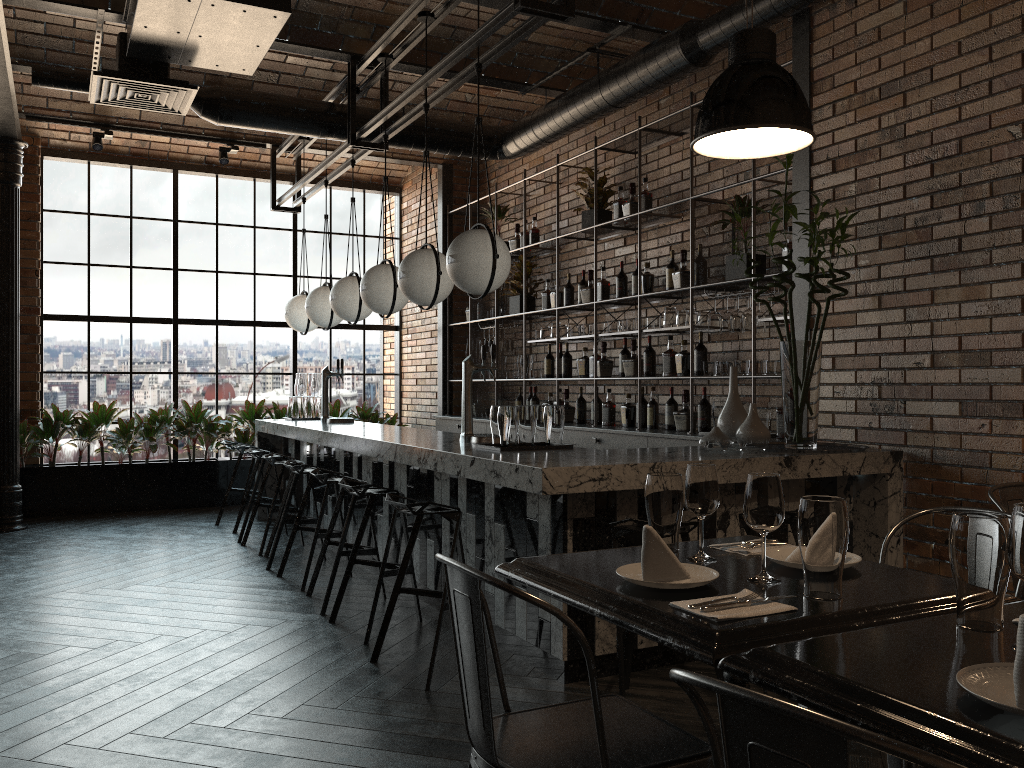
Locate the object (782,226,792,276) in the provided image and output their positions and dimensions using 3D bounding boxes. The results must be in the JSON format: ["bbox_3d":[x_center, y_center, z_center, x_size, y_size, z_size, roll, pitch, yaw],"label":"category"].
[{"bbox_3d":[1.597,-0.761,5.078,0.083,0.282,0.083,0,0,-12],"label":"object"}]

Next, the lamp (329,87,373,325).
[{"bbox_3d":[-1.177,-1.313,6.560,0.340,1.754,0.340,0,0,19],"label":"lamp"}]

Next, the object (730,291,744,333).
[{"bbox_3d":[1.359,-0.432,5.341,0.092,0.244,0.092,0,0,12],"label":"object"}]

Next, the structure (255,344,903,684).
[{"bbox_3d":[-0.247,0.502,6.090,1.930,1.430,5.346,0,0,-27],"label":"structure"}]

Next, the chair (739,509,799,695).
[{"bbox_3d":[1.043,0.842,3.595,0.475,0.737,0.414,0,0,-32],"label":"chair"}]

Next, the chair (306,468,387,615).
[{"bbox_3d":[-0.905,0.845,4.943,0.414,0.737,0.475,0,0,-22],"label":"chair"}]

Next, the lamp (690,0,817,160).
[{"bbox_3d":[0.574,-1.398,2.122,0.291,1.653,0.291,0,0,18],"label":"lamp"}]

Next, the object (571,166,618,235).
[{"bbox_3d":[0.664,-1.452,6.979,0.430,0.526,0.425,0,0,-25],"label":"object"}]

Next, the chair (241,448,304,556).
[{"bbox_3d":[-1.745,0.848,6.582,0.414,0.737,0.475,0,0,-32],"label":"chair"}]

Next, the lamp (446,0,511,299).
[{"bbox_3d":[-0.174,-1.317,4.603,0.340,1.754,0.340,0,0,19],"label":"lamp"}]

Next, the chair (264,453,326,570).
[{"bbox_3d":[-1.480,0.847,6.065,0.414,0.737,0.475,0,0,-17],"label":"chair"}]

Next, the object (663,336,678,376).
[{"bbox_3d":[1.085,-0.188,6.076,0.083,0.282,0.083,0,0,-42],"label":"object"}]

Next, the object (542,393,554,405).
[{"bbox_3d":[0.327,0.196,7.552,0.094,0.248,0.151,0,0,-38],"label":"object"}]

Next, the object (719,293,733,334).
[{"bbox_3d":[1.314,-0.432,5.429,0.092,0.244,0.092,0,0,12],"label":"object"}]

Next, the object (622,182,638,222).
[{"bbox_3d":[0.882,-1.329,6.477,0.123,0.279,0.123,0,0,-23],"label":"object"}]

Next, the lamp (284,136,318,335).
[{"bbox_3d":[-1.845,-1.310,7.864,0.340,1.754,0.340,0,0,19],"label":"lamp"}]

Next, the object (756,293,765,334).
[{"bbox_3d":[1.506,-0.432,5.416,0.092,0.244,0.092,0,0,12],"label":"object"}]

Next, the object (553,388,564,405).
[{"bbox_3d":[0.398,0.178,7.415,0.083,0.282,0.083,0,0,-27],"label":"object"}]

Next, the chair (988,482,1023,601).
[{"bbox_3d":[1.924,0.781,2.947,0.504,0.857,0.558,0,0,-27],"label":"chair"}]

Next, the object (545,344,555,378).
[{"bbox_3d":[0.322,-0.192,7.579,0.086,0.299,0.086,0,0,22],"label":"object"}]

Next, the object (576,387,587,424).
[{"bbox_3d":[0.550,0.169,7.063,0.086,0.297,0.086,0,0,7],"label":"object"}]

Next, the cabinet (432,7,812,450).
[{"bbox_3d":[0.144,-0.607,7.826,0.564,3.779,7.075,0,0,-27],"label":"cabinet"}]

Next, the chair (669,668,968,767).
[{"bbox_3d":[0.507,0.777,1.147,0.558,0.857,0.504,0,0,-37],"label":"chair"}]

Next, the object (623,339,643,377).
[{"bbox_3d":[0.885,-0.185,6.436,0.123,0.279,0.123,0,0,-38],"label":"object"}]

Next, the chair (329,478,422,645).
[{"bbox_3d":[-0.639,0.844,4.424,0.414,0.737,0.475,0,0,-32],"label":"chair"}]

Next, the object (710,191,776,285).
[{"bbox_3d":[1.394,-0.898,5.397,0.374,0.560,0.398,0,0,35],"label":"object"}]

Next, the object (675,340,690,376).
[{"bbox_3d":[1.154,-0.170,5.939,0.094,0.248,0.151,0,0,-18],"label":"object"}]

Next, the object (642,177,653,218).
[{"bbox_3d":[0.952,-1.332,6.336,0.083,0.282,0.083,0,0,-42],"label":"object"}]

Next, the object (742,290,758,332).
[{"bbox_3d":[1.406,-0.432,5.248,0.092,0.244,0.092,0,0,12],"label":"object"}]

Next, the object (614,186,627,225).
[{"bbox_3d":[0.810,-1.331,6.615,0.083,0.282,0.083,0,0,-27],"label":"object"}]

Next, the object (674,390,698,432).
[{"bbox_3d":[1.158,0.177,5.903,0.123,0.279,0.123,0,0,-38],"label":"object"}]

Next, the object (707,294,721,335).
[{"bbox_3d":[1.264,-0.432,5.527,0.092,0.244,0.092,0,0,12],"label":"object"}]

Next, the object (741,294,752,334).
[{"bbox_3d":[1.461,-0.432,5.504,0.092,0.244,0.092,0,0,12],"label":"object"}]

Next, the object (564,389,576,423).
[{"bbox_3d":[0.449,0.180,7.286,0.123,0.279,0.123,0,0,-13],"label":"object"}]

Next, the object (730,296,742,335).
[{"bbox_3d":[1.411,-0.432,5.602,0.092,0.244,0.092,0,0,12],"label":"object"}]

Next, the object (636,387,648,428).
[{"bbox_3d":[0.940,0.169,6.388,0.086,0.298,0.086,0,0,22],"label":"object"}]

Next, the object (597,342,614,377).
[{"bbox_3d":[0.705,-0.184,6.787,0.123,0.279,0.123,0,0,-13],"label":"object"}]

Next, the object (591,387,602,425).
[{"bbox_3d":[0.662,0.169,6.917,0.086,0.298,0.086,0,0,22],"label":"object"}]

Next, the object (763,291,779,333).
[{"bbox_3d":[1.553,-0.432,5.324,0.092,0.244,0.092,0,0,12],"label":"object"}]

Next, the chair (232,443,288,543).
[{"bbox_3d":[-2.002,0.849,7.083,0.414,0.737,0.475,0,0,-22],"label":"chair"}]

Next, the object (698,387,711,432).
[{"bbox_3d":[1.250,0.166,5.760,0.086,0.299,0.086,0,0,22],"label":"object"}]

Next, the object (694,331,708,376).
[{"bbox_3d":[1.237,-0.196,5.809,0.086,0.298,0.086,0,0,22],"label":"object"}]

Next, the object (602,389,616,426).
[{"bbox_3d":[0.738,0.177,6.751,0.083,0.282,0.083,0,0,-42],"label":"object"}]

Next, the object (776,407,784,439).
[{"bbox_3d":[1.578,0.173,5.113,0.083,0.282,0.083,0,0,-42],"label":"object"}]

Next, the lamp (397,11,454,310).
[{"bbox_3d":[-0.508,-1.315,5.255,0.340,1.754,0.340,0,0,19],"label":"lamp"}]

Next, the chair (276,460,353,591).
[{"bbox_3d":[-1.188,0.846,5.494,0.414,0.737,0.475,0,0,-32],"label":"chair"}]

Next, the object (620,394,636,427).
[{"bbox_3d":[0.857,0.194,6.519,0.094,0.248,0.151,0,0,-18],"label":"object"}]

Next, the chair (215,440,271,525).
[{"bbox_3d":[-2.262,0.850,7.591,0.414,0.737,0.475,0,0,-37],"label":"chair"}]

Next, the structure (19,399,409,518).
[{"bbox_3d":[-2.936,0.687,9.037,4.107,1.072,0.757,0,0,-28],"label":"structure"}]

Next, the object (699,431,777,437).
[{"bbox_3d":[1.373,0.306,5.393,0.273,0.019,0.437,0,0,-27],"label":"object"}]

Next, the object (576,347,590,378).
[{"bbox_3d":[0.583,-0.168,7.054,0.094,0.248,0.151,0,0,-38],"label":"object"}]

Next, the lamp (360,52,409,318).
[{"bbox_3d":[-0.842,-1.314,5.907,0.340,1.754,0.340,0,0,19],"label":"lamp"}]

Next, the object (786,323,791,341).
[{"bbox_3d":[1.599,-0.199,5.079,0.086,0.299,0.086,0,0,22],"label":"object"}]

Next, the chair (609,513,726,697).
[{"bbox_3d":[0.523,0.841,3.329,0.475,0.737,0.414,0,0,-22],"label":"chair"}]

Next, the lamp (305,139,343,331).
[{"bbox_3d":[-1.511,-1.311,7.212,0.340,1.754,0.340,0,0,19],"label":"lamp"}]

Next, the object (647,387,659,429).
[{"bbox_3d":[0.994,0.169,6.252,0.080,0.299,0.080,0,0,-25],"label":"object"}]

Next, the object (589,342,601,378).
[{"bbox_3d":[0.654,-0.186,6.917,0.083,0.282,0.083,0,0,-27],"label":"object"}]

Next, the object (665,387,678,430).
[{"bbox_3d":[1.094,0.167,6.074,0.086,0.298,0.086,0,0,22],"label":"object"}]

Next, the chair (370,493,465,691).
[{"bbox_3d":[-0.318,0.842,3.798,0.414,0.737,0.475,0,0,-37],"label":"chair"}]
